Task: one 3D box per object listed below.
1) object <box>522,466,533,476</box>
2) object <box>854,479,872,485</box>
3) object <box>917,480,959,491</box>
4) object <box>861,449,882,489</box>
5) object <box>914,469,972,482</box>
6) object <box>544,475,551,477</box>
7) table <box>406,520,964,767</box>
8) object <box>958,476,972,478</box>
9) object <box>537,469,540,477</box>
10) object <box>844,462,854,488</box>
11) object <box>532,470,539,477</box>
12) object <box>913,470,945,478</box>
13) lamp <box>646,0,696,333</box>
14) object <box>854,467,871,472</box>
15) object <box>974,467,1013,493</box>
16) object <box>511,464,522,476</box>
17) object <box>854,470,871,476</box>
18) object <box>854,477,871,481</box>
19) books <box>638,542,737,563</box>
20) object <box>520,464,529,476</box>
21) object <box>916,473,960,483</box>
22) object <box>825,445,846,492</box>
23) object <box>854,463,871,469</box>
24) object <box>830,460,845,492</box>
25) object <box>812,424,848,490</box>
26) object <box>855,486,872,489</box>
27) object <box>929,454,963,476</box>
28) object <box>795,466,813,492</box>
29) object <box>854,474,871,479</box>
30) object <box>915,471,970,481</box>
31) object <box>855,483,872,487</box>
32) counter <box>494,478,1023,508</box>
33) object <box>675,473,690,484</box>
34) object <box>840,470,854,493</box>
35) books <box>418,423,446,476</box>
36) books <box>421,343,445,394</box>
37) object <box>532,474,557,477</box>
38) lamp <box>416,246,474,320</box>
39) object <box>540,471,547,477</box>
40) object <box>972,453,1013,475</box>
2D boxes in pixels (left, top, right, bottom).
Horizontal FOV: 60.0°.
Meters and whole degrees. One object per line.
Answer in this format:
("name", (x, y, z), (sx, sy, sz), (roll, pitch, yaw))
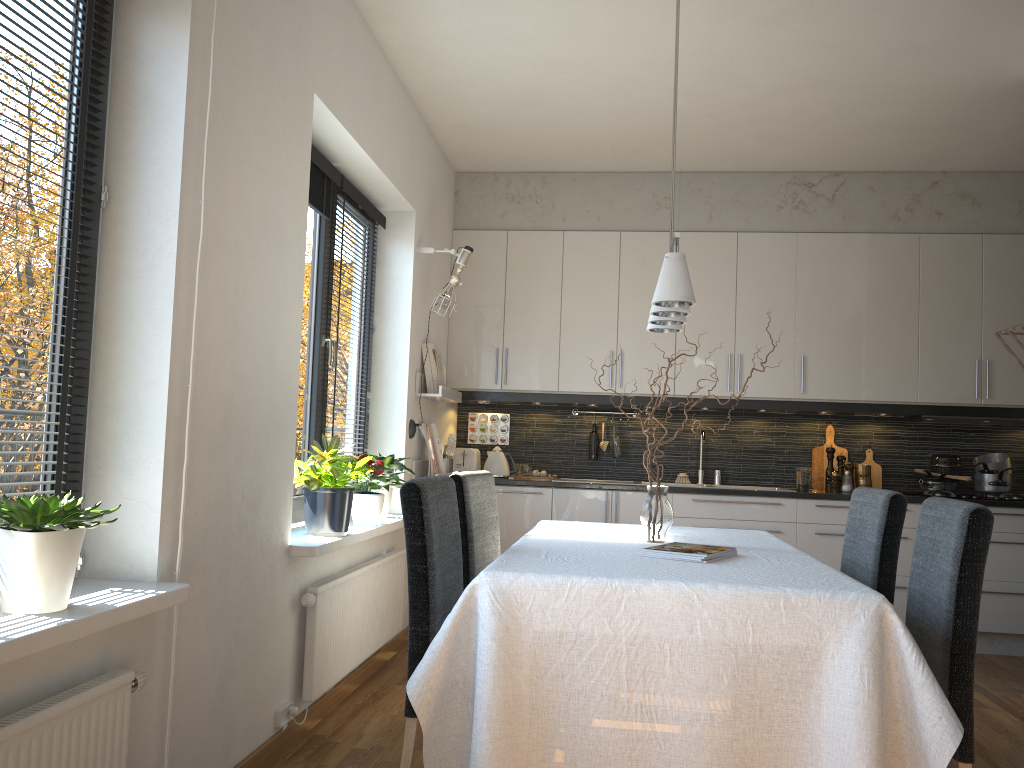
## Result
("object", (0.100, 0.563, 5.715), (0.065, 0.064, 0.065), (2, -4, 7))
("object", (2.136, 0.604, 5.398), (0.099, 0.051, 0.099), (3, -4, -7))
("object", (2.538, 0.610, 5.385), (0.351, 0.061, 0.232), (4, -4, -19))
("object", (2.260, 0.547, 5.604), (0.146, 0.273, 0.043), (2, -3, 7))
("object", (2.577, 0.545, 5.311), (0.059, 0.061, 0.334), (5, -5, -40))
("object", (0.174, 0.596, 5.782), (0.024, 0.015, 0.249), (5, -5, -38))
("table", (0.461, 0.894, 2.815), (1.235, 0.762, 1.858), (2, -4, 8))
("object", (2.592, 0.559, 5.345), (0.065, 0.021, 0.336), (5, -5, -34))
("object", (0.164, 0.574, 5.729), (0.044, 0.050, 0.043), (5, -5, -40))
("object", (2.051, 0.566, 5.394), (0.058, 0.184, 0.058), (-1, -4, 40))
("object", (0.152, 0.573, 5.670), (0.045, 0.045, 0.046), (2, -4, 10))
("object", (2.573, 0.561, 5.365), (0.246, 0.080, 0.356), (1, -4, 10))
("lamp", (0.537, -0.853, 2.933), (0.131, 1.283, 0.760), (2, -4, 7))
("object", (2.134, 0.526, 5.401), (0.100, 0.036, 0.100), (-1, -5, 36))
("object", (2.922, 0.572, 5.283), (0.200, 0.154, 0.348), (3, -4, -13))
("object", (0.028, 0.554, 5.704), (0.071, 0.076, 0.071), (2, -4, -1))
("object", (2.134, 0.543, 5.400), (0.100, 0.036, 0.100), (2, -4, 1))
("object", (2.135, 0.583, 5.402), (0.099, 0.043, 0.100), (3, -4, -5))
("books", (0.517, 0.488, 2.579), (0.204, 0.022, 0.278), (-1, -5, 34))
("object", (0.077, 0.561, 5.786), (0.071, 0.076, 0.071), (2, -4, 7))
("object", (2.559, 0.574, 5.365), (0.243, 0.082, 0.347), (-2, -6, 44))
("object", (1.994, 0.519, 5.461), (0.123, 0.282, 0.061), (2, -3, 7))
("object", (2.136, 0.506, 5.401), (0.100, 0.047, 0.100), (2, -4, 3))
("object", (1.970, 0.557, 5.378), (0.080, 0.192, 0.058), (3, -3, -9))
("object", (2.024, 0.466, 5.646), (0.219, 0.419, 0.029), (2, -3, 7))
("object", (2.139, 0.643, 5.396), (0.100, 0.036, 0.100), (-1, -5, 40))
("object", (2.653, 0.505, 5.424), (0.190, 0.159, 0.197), (5, -5, -36))
("object", (1.729, 0.564, 5.261), (0.102, 0.146, 0.102), (2, -4, 7))
("object", (2.134, 0.562, 5.403), (0.099, 0.057, 0.101), (1, -4, 19))
("object", (2.564, 0.551, 5.301), (0.064, 0.044, 0.335), (5, -5, -31))
("object", (2.138, 0.621, 5.396), (0.100, 0.048, 0.100), (0, -4, 25))
("counter", (1.677, 0.739, 5.380), (4.249, 0.192, 0.623), (2, -4, 7))
("object", (1.097, 0.605, 5.696), (0.097, 0.065, 0.100), (2, -4, -1))
("object", (2.014, 0.584, 5.328), (0.069, 0.135, 0.069), (3, -4, -18))
("books", (-0.442, 0.381, 4.951), (0.138, 0.330, 0.283), (2, -4, 5))
("books", (-0.426, -0.068, 5.027), (0.109, 0.299, 0.364), (2, -4, 7))
("object", (0.197, 0.595, 5.792), (0.249, 0.017, 0.024), (-1, -5, 42))
("lamp", (-0.367, -0.541, 4.709), (0.312, 0.395, 0.131), (1, -3, 12))
("object", (0.200, 0.577, 5.688), (0.043, 0.043, 0.044), (2, -4, 4))
("object", (2.833, 0.493, 5.329), (0.371, 0.169, 0.203), (4, -4, -20))
